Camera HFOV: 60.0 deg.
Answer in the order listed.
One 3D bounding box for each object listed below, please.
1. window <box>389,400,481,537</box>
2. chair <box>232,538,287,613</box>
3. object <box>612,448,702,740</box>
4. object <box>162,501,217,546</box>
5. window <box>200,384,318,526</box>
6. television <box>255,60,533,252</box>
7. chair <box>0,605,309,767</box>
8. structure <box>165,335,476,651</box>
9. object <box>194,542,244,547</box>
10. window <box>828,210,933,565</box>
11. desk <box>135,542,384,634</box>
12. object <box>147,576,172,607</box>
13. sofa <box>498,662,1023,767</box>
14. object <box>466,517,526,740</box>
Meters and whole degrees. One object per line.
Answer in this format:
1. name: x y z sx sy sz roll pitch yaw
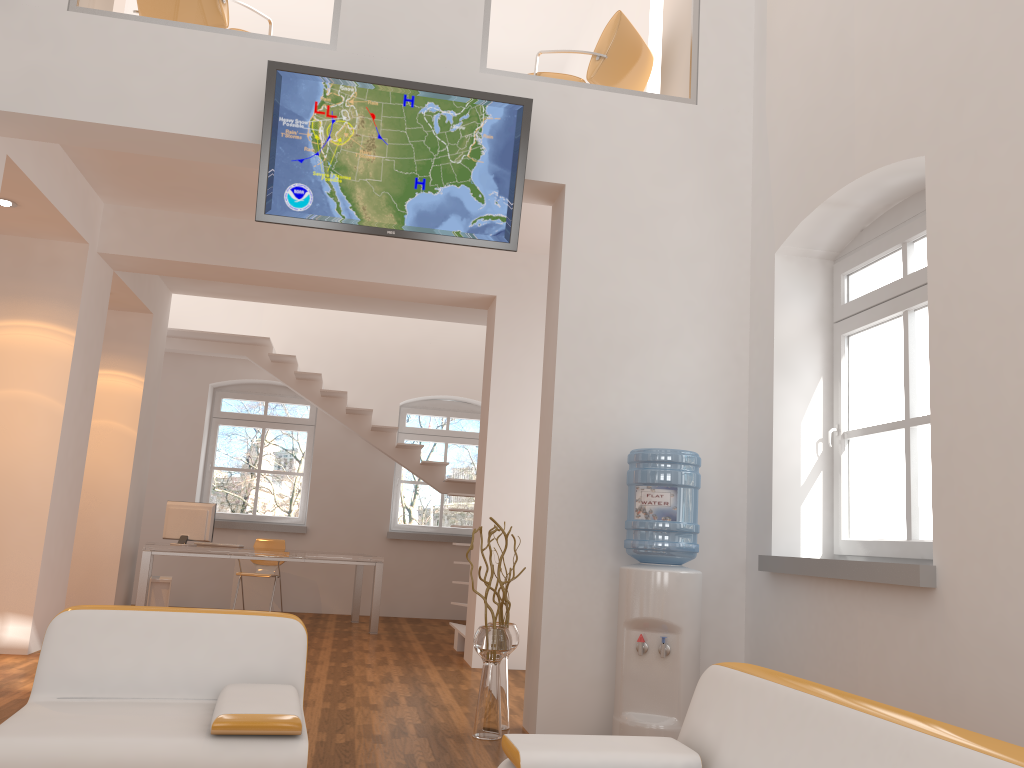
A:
1. window: -0.869 1.069 11.390 1.308 1.737 0.142 5 -10 -9
2. chair: -2.791 2.139 9.839 0.495 0.829 0.464 3 -10 5
3. object: 0.744 1.085 4.468 0.436 1.490 0.436 8 -11 -24
4. object: -3.191 1.361 8.663 0.516 0.418 0.245 0 -11 20
5. window: -3.122 0.862 11.016 1.308 1.737 0.142 5 -10 -9
6. television: -0.615 -1.192 4.710 1.388 0.803 0.266 5 -10 -9
7. chair: -1.161 1.120 2.965 0.923 0.661 0.825 6 -10 -14
8. structure: -1.785 0.965 9.105 4.630 3.042 3.450 5 -10 -9
9. object: -2.998 1.644 9.085 0.467 0.031 0.200 4 -10 0
10. window: 1.838 0.018 4.120 0.142 1.627 1.302 5 -10 -9
11. desk: -2.535 2.042 8.923 2.239 0.750 1.092 7 -11 -19
12. object: -3.509 2.136 8.808 0.200 0.422 0.474 7 -11 -19
13. sofa: 0.545 1.024 1.806 0.825 0.661 2.010 6 -10 -11
14. object: -0.079 1.292 4.841 0.284 1.112 0.655 2 -10 11
